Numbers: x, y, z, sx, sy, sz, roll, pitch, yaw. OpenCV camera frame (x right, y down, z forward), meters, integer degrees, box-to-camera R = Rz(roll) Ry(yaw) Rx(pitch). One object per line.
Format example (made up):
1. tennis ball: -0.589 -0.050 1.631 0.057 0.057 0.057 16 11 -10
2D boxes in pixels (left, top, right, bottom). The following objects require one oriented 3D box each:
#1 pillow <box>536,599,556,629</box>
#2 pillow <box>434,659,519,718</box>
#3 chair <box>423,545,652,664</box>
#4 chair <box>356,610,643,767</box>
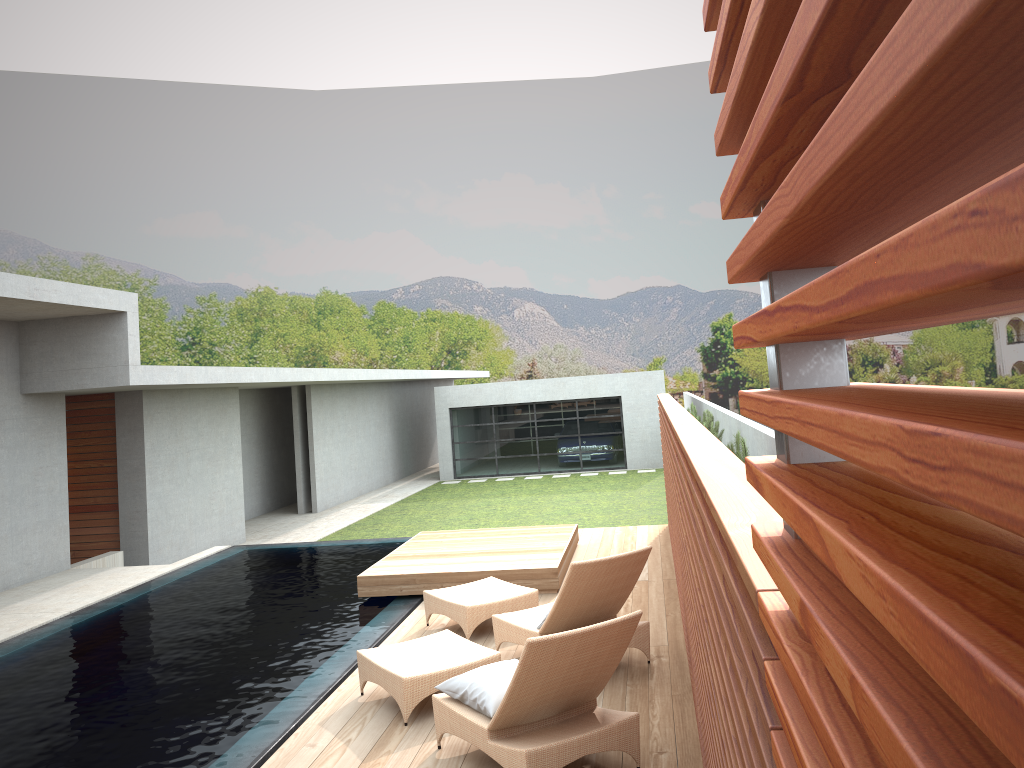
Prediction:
1. pillow: 0.526 1.509 6.275 0.609 0.430 0.424 -3 -3 -33
2. pillow: -0.033 1.680 4.950 0.596 0.195 0.590 -4 -1 -35
3. chair: 0.118 1.609 6.909 0.701 0.832 2.281 -2 -1 -32
4. chair: -0.183 1.634 5.259 0.701 0.832 2.281 -3 -1 -32
